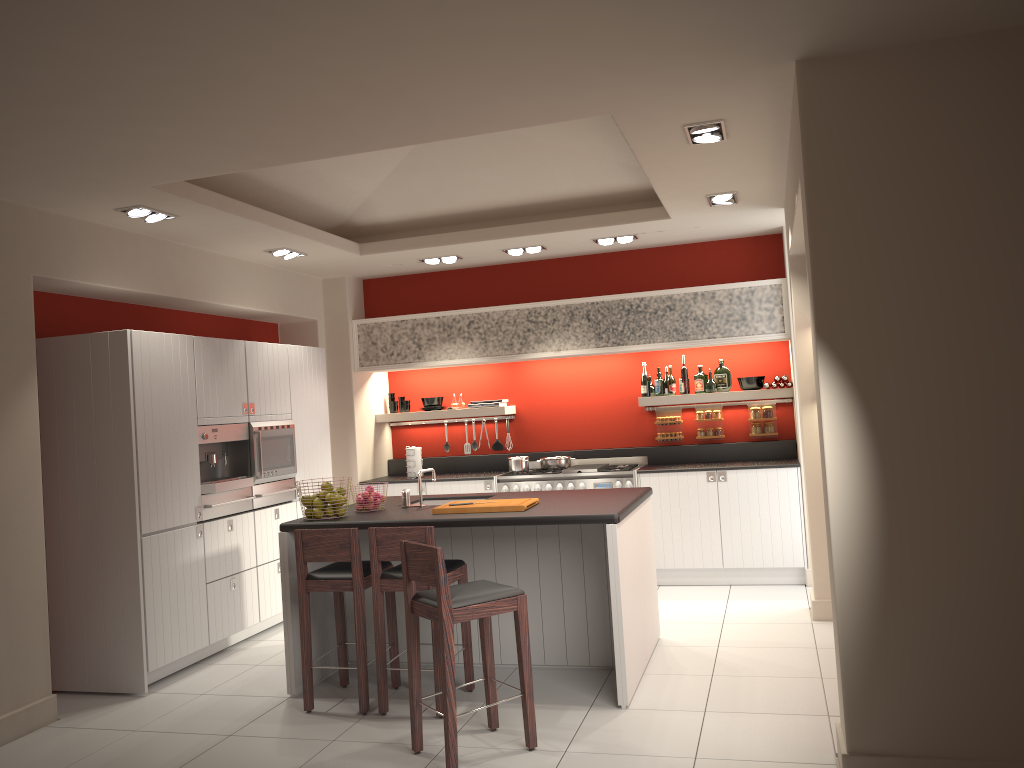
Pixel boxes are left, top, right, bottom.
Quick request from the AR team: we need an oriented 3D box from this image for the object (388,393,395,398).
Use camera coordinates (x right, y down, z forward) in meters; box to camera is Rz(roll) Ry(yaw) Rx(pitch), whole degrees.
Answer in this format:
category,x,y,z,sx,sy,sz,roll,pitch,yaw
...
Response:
category,x,y,z,sx,sy,sz,roll,pitch,yaw
object,-1.243,0.133,9.155,0.070,0.076,0.070,-3,-2,-13

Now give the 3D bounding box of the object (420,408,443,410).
category,x,y,z,sx,sy,sz,roll,pitch,yaw
object,-0.801,0.259,8.996,0.280,0.016,0.280,-4,-2,15

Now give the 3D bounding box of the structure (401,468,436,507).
category,x,y,z,sx,sy,sz,roll,pitch,yaw
structure,-0.619,0.688,5.840,0.183,0.249,0.224,-4,-2,16

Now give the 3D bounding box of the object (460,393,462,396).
category,x,y,z,sx,sy,sz,roll,pitch,yaw
object,-0.514,0.108,8.933,0.026,0.032,0.023,-4,-2,-1

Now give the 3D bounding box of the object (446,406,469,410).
category,x,y,z,sx,sy,sz,roll,pitch,yaw
object,-0.539,0.240,8.896,0.160,0.027,0.183,-5,-2,45

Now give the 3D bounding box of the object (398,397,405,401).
category,x,y,z,sx,sy,sz,roll,pitch,yaw
object,-1.133,0.169,9.122,0.070,0.076,0.070,-3,-2,-13

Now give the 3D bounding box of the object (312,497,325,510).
category,x,y,z,sx,sy,sz,roll,pitch,yaw
object,-1.179,0.731,5.412,0.076,0.077,0.076,-3,-2,-19

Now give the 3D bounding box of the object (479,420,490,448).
category,x,y,z,sx,sy,sz,roll,pitch,yaw
object,-0.288,0.509,8.965,0.124,0.297,0.009,-4,-2,16

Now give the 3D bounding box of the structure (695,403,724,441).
category,x,y,z,sx,sy,sz,roll,pitch,yaw
structure,1.846,0.358,8.294,0.256,0.347,0.130,-4,-2,16

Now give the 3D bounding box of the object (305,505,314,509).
category,x,y,z,sx,sy,sz,roll,pitch,yaw
object,-1.248,0.737,5.484,0.076,0.077,0.076,-3,-2,-19

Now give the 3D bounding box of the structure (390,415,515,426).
category,x,y,z,sx,sy,sz,roll,pitch,yaw
structure,-0.618,0.378,9.085,1.355,0.034,0.054,-4,-2,16

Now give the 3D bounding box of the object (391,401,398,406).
category,x,y,z,sx,sy,sz,roll,pitch,yaw
object,-1.187,0.213,8.975,0.070,0.076,0.070,-3,-2,-13

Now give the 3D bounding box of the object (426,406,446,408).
category,x,y,z,sx,sy,sz,roll,pitch,yaw
object,-0.802,0.243,8.996,0.280,0.016,0.280,-4,-2,15

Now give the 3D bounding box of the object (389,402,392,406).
category,x,y,z,sx,sy,sz,roll,pitch,yaw
object,-1.237,0.221,9.152,0.070,0.076,0.070,-3,-2,-13

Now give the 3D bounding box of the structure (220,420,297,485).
category,x,y,z,sx,sy,sz,roll,pitch,yaw
structure,-1.977,0.536,7.043,0.332,0.473,0.610,-4,-2,16

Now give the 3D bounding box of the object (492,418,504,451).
category,x,y,z,sx,sy,sz,roll,pitch,yaw
object,-0.148,0.509,8.943,0.123,0.331,0.040,-4,-2,16

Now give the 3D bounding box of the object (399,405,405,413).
category,x,y,z,sx,sy,sz,roll,pitch,yaw
object,-1.128,0.257,9.120,0.070,0.076,0.070,-3,-2,-13

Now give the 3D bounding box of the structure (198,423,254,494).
category,x,y,z,sx,sy,sz,roll,pitch,yaw
structure,-2.225,0.540,6.463,0.453,0.470,0.623,-4,-2,16

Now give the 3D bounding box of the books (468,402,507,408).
category,x,y,z,sx,sy,sz,roll,pitch,yaw
books,-0.243,0.210,8.780,0.331,0.042,0.207,-4,-2,21

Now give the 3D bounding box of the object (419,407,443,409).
category,x,y,z,sx,sy,sz,roll,pitch,yaw
object,-0.801,0.248,8.996,0.280,0.016,0.280,-4,-2,15

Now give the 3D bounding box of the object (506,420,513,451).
category,x,y,z,sx,sy,sz,roll,pitch,yaw
object,-0.037,0.506,8.892,0.069,0.328,0.069,-3,-2,-6

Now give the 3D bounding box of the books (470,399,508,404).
category,x,y,z,sx,sy,sz,roll,pitch,yaw
books,-0.224,0.175,8.796,0.332,0.026,0.207,-4,-2,17

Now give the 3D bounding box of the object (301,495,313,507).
category,x,y,z,sx,sy,sz,roll,pitch,yaw
object,-1.250,0.714,5.418,0.077,0.068,0.076,-4,-2,10

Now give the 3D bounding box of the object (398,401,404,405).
category,x,y,z,sx,sy,sz,roll,pitch,yaw
object,-1.130,0.213,9.121,0.070,0.076,0.070,-3,-2,-13

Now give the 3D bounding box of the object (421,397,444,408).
category,x,y,z,sx,sy,sz,roll,pitch,yaw
object,-0.805,0.191,8.998,0.232,0.108,0.232,-3,-2,-32

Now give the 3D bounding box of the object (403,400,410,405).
category,x,y,z,sx,sy,sz,roll,pitch,yaw
object,-1.066,0.206,8.992,0.070,0.076,0.070,-3,-2,-13

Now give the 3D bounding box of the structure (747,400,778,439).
category,x,y,z,sx,sy,sz,roll,pitch,yaw
structure,2.307,0.326,8.160,0.256,0.347,0.130,-4,-2,16

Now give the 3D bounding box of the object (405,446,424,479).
category,x,y,z,sx,sy,sz,roll,pitch,yaw
object,-0.951,0.756,8.590,0.168,0.304,0.163,-2,-2,-45

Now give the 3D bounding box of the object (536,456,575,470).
category,x,y,z,sx,sy,sz,roll,pitch,yaw
object,0.418,0.756,8.470,0.309,0.105,0.309,-5,-2,44

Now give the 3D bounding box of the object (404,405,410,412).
category,x,y,z,sx,sy,sz,roll,pitch,yaw
object,-1.063,0.250,8.990,0.070,0.076,0.070,-3,-2,-13

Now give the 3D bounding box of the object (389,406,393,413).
category,x,y,z,sx,sy,sz,roll,pitch,yaw
object,-1.234,0.265,9.151,0.070,0.076,0.070,-3,-2,-13

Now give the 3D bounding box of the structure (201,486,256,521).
category,x,y,z,sx,sy,sz,roll,pitch,yaw
structure,-2.054,0.858,6.409,0.129,0.177,0.617,-4,-2,16

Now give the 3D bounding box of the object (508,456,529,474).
category,x,y,z,sx,sy,sz,roll,pitch,yaw
object,0.063,0.754,8.236,0.201,0.148,0.201,-4,-2,9

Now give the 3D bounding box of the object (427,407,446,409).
category,x,y,z,sx,sy,sz,roll,pitch,yaw
object,-0.801,0.253,8.996,0.280,0.016,0.280,-4,-2,15

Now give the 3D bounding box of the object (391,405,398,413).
category,x,y,z,sx,sy,sz,roll,pitch,yaw
object,-1.185,0.257,8.974,0.070,0.076,0.070,-3,-2,-13

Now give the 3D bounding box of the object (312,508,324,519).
category,x,y,z,sx,sy,sz,roll,pitch,yaw
object,-1.171,0.782,5.357,0.068,0.068,0.068,-4,-2,27

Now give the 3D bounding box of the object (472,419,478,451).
category,x,y,z,sx,sy,sz,roll,pitch,yaw
object,-0.382,0.520,8.990,0.067,0.323,0.022,-4,-2,15

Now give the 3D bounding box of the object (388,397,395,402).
category,x,y,z,sx,sy,sz,roll,pitch,yaw
object,-1.240,0.177,9.153,0.070,0.076,0.070,-3,-2,-13

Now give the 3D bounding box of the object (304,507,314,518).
category,x,y,z,sx,sy,sz,roll,pitch,yaw
object,-1.234,0.787,5.418,0.068,0.068,0.068,-4,-2,27

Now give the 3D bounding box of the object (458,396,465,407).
category,x,y,z,sx,sy,sz,roll,pitch,yaw
object,-0.511,0.183,8.931,0.077,0.134,0.076,-4,-2,0

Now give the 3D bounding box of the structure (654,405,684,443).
category,x,y,z,sx,sy,sz,roll,pitch,yaw
structure,1.485,0.384,8.399,0.256,0.347,0.130,-4,-2,16

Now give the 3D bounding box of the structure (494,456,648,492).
category,x,y,z,sx,sy,sz,roll,pitch,yaw
structure,0.575,1.268,8.201,1.322,1.085,0.777,-4,-2,16

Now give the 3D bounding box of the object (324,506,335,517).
category,x,y,z,sx,sy,sz,roll,pitch,yaw
object,-1.116,0.780,5.419,0.068,0.068,0.068,-4,-2,27

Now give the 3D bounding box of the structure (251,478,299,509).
category,x,y,z,sx,sy,sz,roll,pitch,yaw
structure,-1.878,0.862,7.014,0.129,0.177,0.617,-4,-2,16

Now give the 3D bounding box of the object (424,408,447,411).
category,x,y,z,sx,sy,sz,roll,pitch,yaw
object,-0.800,0.264,8.996,0.280,0.016,0.280,-4,-2,15

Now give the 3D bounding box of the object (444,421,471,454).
category,x,y,z,sx,sy,sz,roll,pitch,yaw
object,-0.563,0.546,9.041,0.287,0.351,0.022,-4,-2,17

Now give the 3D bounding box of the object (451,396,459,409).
category,x,y,z,sx,sy,sz,roll,pitch,yaw
object,-0.573,0.185,8.867,0.076,0.131,0.076,-3,-2,-32
